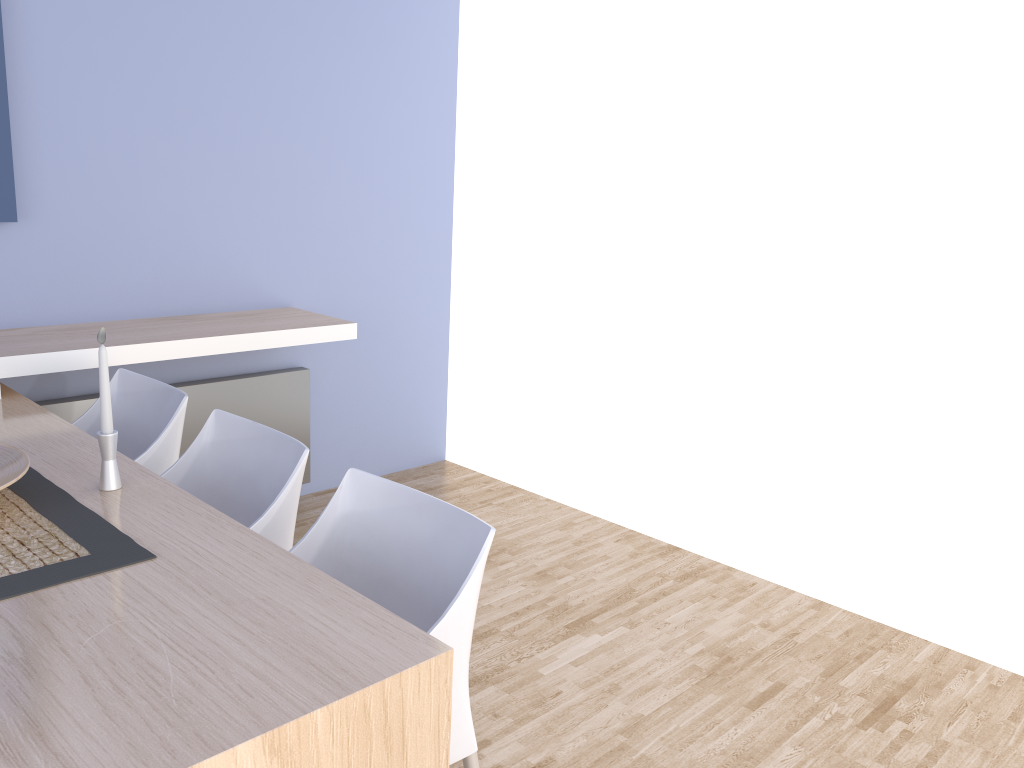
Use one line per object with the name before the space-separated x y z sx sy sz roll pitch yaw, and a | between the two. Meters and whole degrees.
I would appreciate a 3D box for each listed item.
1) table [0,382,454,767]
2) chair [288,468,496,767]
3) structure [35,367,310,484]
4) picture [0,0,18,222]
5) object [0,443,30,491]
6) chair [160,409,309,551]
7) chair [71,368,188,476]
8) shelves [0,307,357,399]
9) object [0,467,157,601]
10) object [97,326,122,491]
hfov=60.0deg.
table | -1.287 0.584 1.835 2.340 0.718 1.002 15 18 43
chair | -0.322 0.624 1.697 0.510 0.793 0.486 15 18 43
structure | -2.229 0.421 2.456 0.064 0.503 3.843 15 18 43
picture | -2.017 -0.881 2.315 0.049 0.901 1.252 15 18 43
object | -1.190 0.210 1.678 0.493 0.081 0.493 -4 15 -27
chair | -0.745 0.511 2.100 0.486 0.793 0.510 -10 18 -44
chair | -1.163 0.399 2.498 0.510 0.793 0.486 15 18 43
shelves | -2.143 0.380 2.268 0.463 0.840 3.901 15 18 43
object | -1.188 0.251 1.689 0.986 0.005 0.594 15 18 42
object | -0.850 0.051 1.856 0.045 0.349 0.045 15 18 43
